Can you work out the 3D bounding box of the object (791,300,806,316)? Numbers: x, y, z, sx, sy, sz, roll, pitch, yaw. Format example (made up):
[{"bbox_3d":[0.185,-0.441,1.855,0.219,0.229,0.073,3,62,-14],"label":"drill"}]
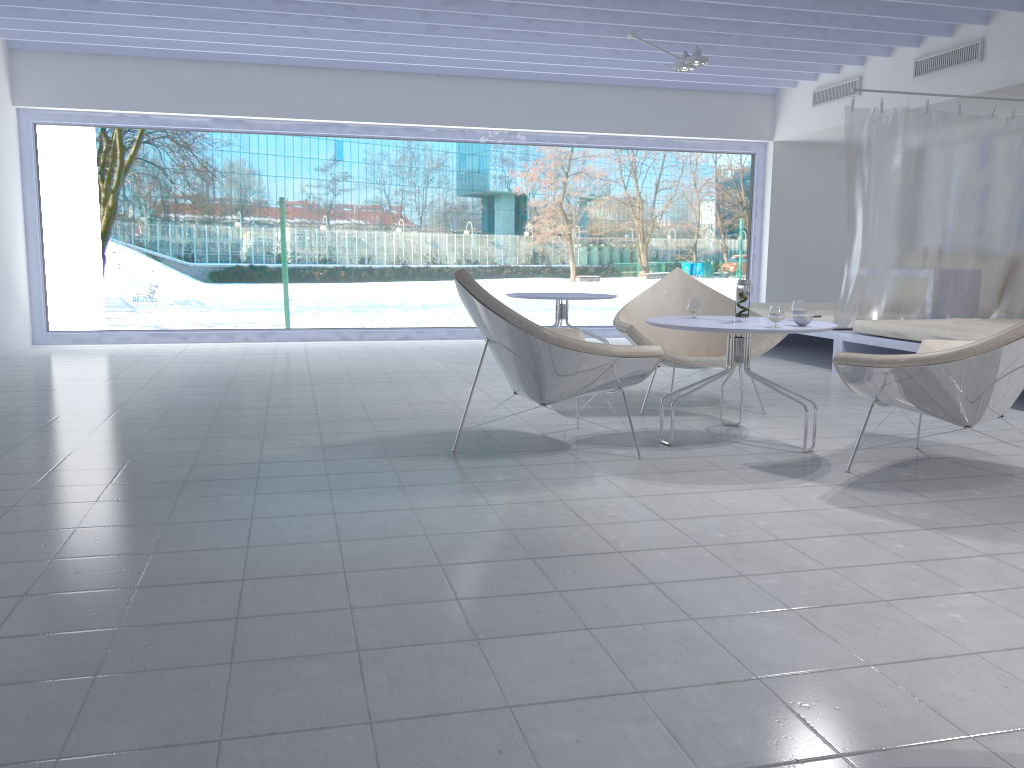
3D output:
[{"bbox_3d":[1.309,-0.336,4.050,0.068,0.091,0.068,-3,9,-21],"label":"object"}]

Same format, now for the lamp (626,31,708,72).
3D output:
[{"bbox_3d":[1.141,-2.490,6.609,0.587,0.218,0.380,-1,8,-14],"label":"lamp"}]

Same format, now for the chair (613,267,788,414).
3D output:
[{"bbox_3d":[0.991,-0.267,4.955,0.906,0.759,0.753,0,8,-4],"label":"chair"}]

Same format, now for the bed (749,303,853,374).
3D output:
[{"bbox_3d":[3.044,-0.461,7.637,2.022,0.422,2.200,-1,8,-14],"label":"bed"}]

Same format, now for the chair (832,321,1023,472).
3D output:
[{"bbox_3d":[1.768,-0.030,3.360,0.906,0.759,0.753,-7,11,-43],"label":"chair"}]

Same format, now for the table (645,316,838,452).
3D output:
[{"bbox_3d":[1.003,-0.011,3.969,0.825,0.534,0.823,-3,9,-23],"label":"table"}]

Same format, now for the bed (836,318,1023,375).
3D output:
[{"bbox_3d":[3.562,-0.152,5.511,2.016,0.427,2.200,-1,8,-14],"label":"bed"}]

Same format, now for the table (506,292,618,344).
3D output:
[{"bbox_3d":[0.364,-0.395,6.589,0.825,0.534,0.823,6,10,33],"label":"table"}]

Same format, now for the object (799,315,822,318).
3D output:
[{"bbox_3d":[1.237,-0.280,3.687,0.098,0.016,0.012,8,11,42],"label":"object"}]

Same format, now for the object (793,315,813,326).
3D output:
[{"bbox_3d":[1.217,-0.264,3.715,0.082,0.043,0.082,8,11,44],"label":"object"}]

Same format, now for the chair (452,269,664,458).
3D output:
[{"bbox_3d":[0.106,-0.107,3.776,0.753,0.759,0.906,-2,9,-18],"label":"chair"}]

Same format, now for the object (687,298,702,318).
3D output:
[{"bbox_3d":[0.853,-0.355,4.152,0.068,0.091,0.068,2,8,8],"label":"object"}]

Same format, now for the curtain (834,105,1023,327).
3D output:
[{"bbox_3d":[3.255,-1.190,6.437,2.050,1.552,0.151,-1,8,-14],"label":"curtain"}]

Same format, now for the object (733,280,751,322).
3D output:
[{"bbox_3d":[1.027,-0.373,3.946,0.075,0.189,0.075,-3,9,-22],"label":"object"}]

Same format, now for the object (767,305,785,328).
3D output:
[{"bbox_3d":[1.082,-0.278,3.635,0.068,0.091,0.068,3,8,14],"label":"object"}]
